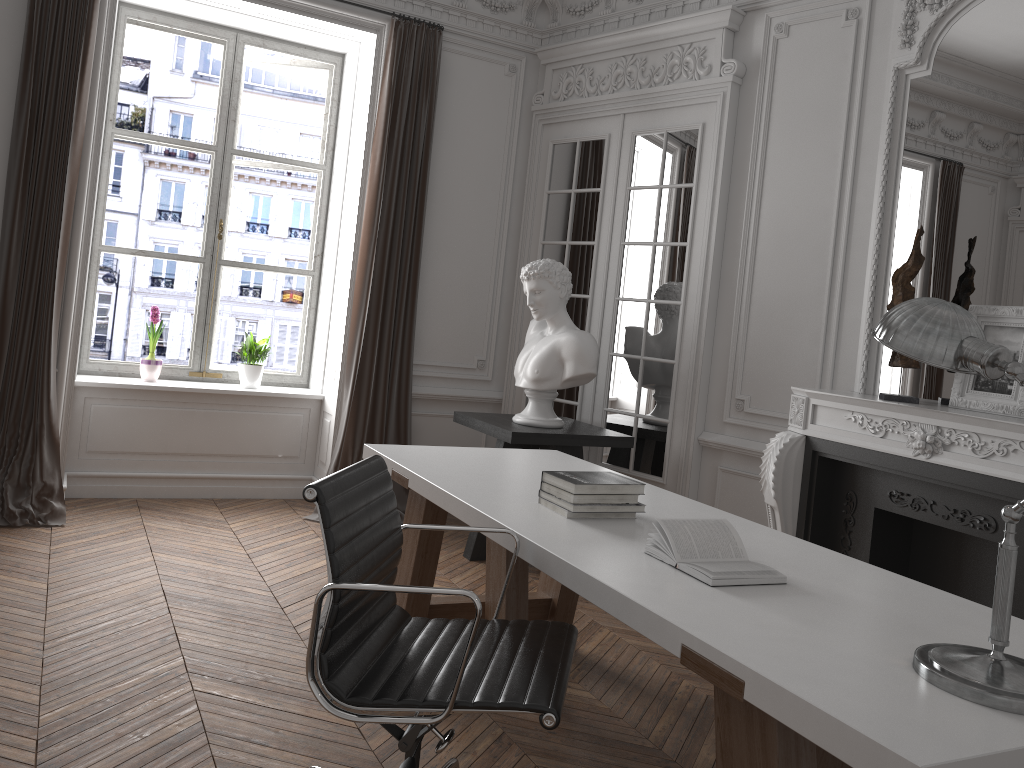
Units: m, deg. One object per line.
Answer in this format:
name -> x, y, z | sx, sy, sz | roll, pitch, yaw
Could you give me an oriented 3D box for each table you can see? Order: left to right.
table -> 0.131, 0.596, 4.962 | 0.765, 0.750, 0.771 | 5, 2, -27
table -> 0.346, 0.789, 2.603 | 0.897, 0.749, 2.635 | 5, 4, -27

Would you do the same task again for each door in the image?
door -> 0.555, -0.378, 5.394 | 0.085, 2.738, 1.571 | 7, 0, -43

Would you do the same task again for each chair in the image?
chair -> -0.165, 0.689, 2.038 | 0.667, 0.924, 0.694 | 6, 1, -1

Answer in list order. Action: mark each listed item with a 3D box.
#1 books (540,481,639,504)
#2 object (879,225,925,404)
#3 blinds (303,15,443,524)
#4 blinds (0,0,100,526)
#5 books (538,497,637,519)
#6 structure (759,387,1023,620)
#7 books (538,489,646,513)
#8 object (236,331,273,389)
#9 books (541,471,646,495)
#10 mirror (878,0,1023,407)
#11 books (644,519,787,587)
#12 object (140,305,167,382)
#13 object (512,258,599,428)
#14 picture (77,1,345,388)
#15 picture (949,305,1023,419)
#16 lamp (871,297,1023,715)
books -> 0.238, 0.333, 2.716 | 0.239, 0.028, 0.192 | 4, 5, -29
object -> 1.672, -0.302, 3.742 | 0.165, 0.754, 0.142 | 6, 0, 15
blinds -> -0.719, -0.720, 5.418 | 0.774, 3.104, 0.343 | 6, 0, -33
blinds -> -2.452, -0.845, 4.581 | 0.579, 3.105, 0.311 | 6, -1, -22
books -> 0.231, 0.380, 2.721 | 0.241, 0.023, 0.192 | 4, 4, -25
structure -> 1.573, 0.686, 3.398 | 0.806, 1.184, 1.612 | 6, 2, -27
books -> 0.245, 0.359, 2.717 | 0.258, 0.023, 0.213 | 4, 5, -27
object -> -1.677, -0.159, 5.745 | 0.285, 0.369, 0.214 | 7, 1, 41
books -> 0.250, 0.304, 2.720 | 0.258, 0.032, 0.192 | 4, 5, -29
mirror -> 2.023, -0.742, 3.560 | 0.001, 1.815, 1.127 | 6, 1, -27
books -> 0.504, 0.409, 2.199 | 0.225, 0.095, 0.280 | 5, 4, -25
object -> -2.233, -0.253, 5.505 | 0.130, 0.476, 0.128 | 6, 0, 23
object -> 0.206, -0.231, 4.905 | 0.391, 0.925, 0.636 | 6, 1, -27
picture -> -0.132, -1.078, 2.527 | 13.157, 4.806, 13.302 | 4, 4, -35
picture -> 1.930, -0.098, 3.515 | 0.095, 0.435, 0.341 | 6, 1, -27
lamp -> 0.867, 0.185, 1.673 | 0.268, 0.700, 0.490 | 6, 1, -27
